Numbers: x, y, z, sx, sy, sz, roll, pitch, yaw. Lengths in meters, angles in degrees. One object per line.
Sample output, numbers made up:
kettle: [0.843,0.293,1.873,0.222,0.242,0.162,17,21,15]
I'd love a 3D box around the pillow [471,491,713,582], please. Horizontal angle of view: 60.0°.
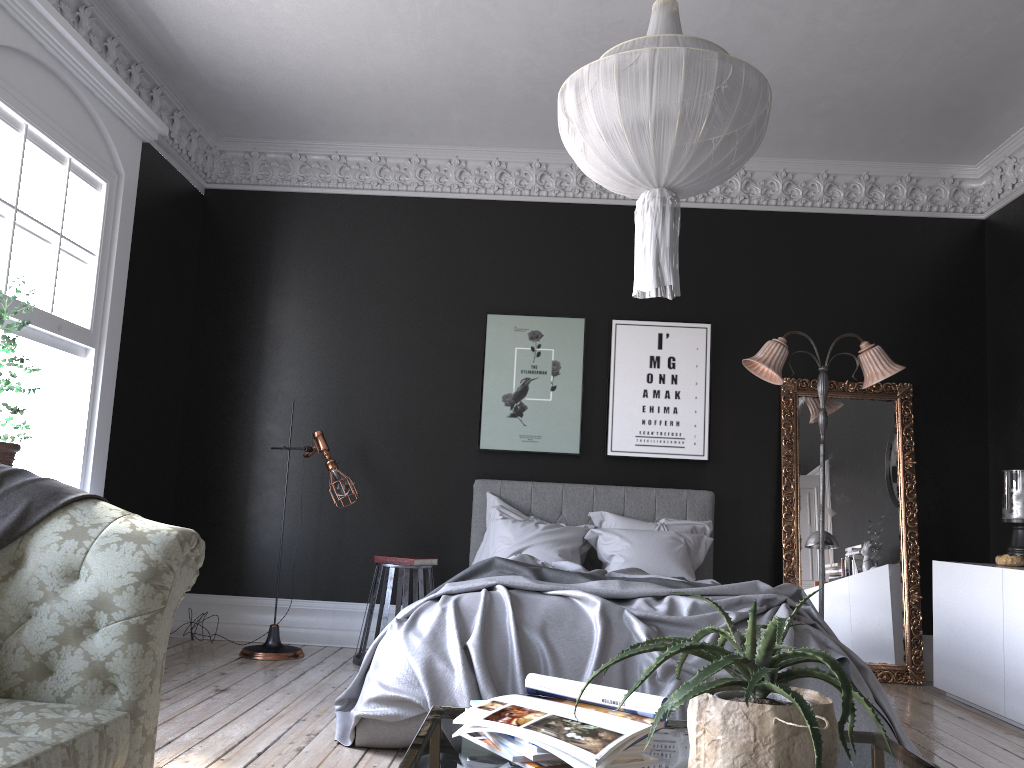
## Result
pillow: [0.541,1.154,6.204,1.830,0.758,0.682,3,-8,2]

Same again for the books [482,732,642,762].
books: [0.076,0.703,1.772,0.253,0.011,0.319,5,-9,-16]

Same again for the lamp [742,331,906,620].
lamp: [2.109,0.830,6.028,0.986,2.405,0.774,-2,-9,35]

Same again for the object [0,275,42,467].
object: [-2.460,0.045,4.162,0.506,1.131,0.475,-4,-10,42]

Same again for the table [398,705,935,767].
table: [0.312,0.986,1.417,1.092,0.557,1.453,3,-8,2]

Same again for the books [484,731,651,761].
books: [0.078,0.690,1.757,0.253,0.011,0.319,7,-9,-26]

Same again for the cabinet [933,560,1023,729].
cabinet: [3.113,1.482,4.832,0.570,0.880,2.403,3,-8,2]

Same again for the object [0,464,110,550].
object: [-1.916,0.489,2.640,1.369,0.583,0.517,10,-10,-38]

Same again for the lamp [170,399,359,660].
lamp: [-1.788,0.999,6.373,1.719,1.774,0.438,-4,-10,40]

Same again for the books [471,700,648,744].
books: [0.088,0.673,1.786,0.253,0.011,0.319,6,-9,-21]

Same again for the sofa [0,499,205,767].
sofa: [-1.858,0.635,1.646,1.606,1.158,2.820,3,-8,3]

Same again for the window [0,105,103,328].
window: [-2.547,-0.828,4.713,0.056,1.014,1.266,3,-8,2]

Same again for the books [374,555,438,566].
books: [-0.734,1.224,6.156,0.346,0.045,0.276,-2,-10,32]

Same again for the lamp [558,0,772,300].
lamp: [0.574,-1.325,3.340,0.785,2.043,0.783,10,-10,-44]

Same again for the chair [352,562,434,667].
chair: [-0.764,1.578,6.111,0.614,0.671,0.614,10,-11,-43]

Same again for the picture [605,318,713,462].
picture: [1.127,0.039,6.781,0.791,1.076,0.014,3,-7,2]

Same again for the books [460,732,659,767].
books: [0.083,0.707,1.727,0.253,0.011,0.319,8,-10,-31]

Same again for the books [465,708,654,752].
books: [0.086,0.682,1.776,0.253,0.011,0.319,7,-9,-26]

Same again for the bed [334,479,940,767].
bed: [0.441,1.169,5.081,2.766,1.295,3.291,4,-8,-9]

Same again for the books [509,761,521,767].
books: [0.079,0.734,1.791,0.162,0.023,0.232,3,-8,3]

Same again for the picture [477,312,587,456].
picture: [0.158,-0.007,6.815,0.791,1.076,0.014,3,-7,2]

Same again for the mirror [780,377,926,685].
mirror: [2.491,1.040,6.527,0.991,2.186,0.255,3,-7,2]

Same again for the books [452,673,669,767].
books: [0.095,0.649,1.708,0.322,0.108,0.273,-3,-10,37]
